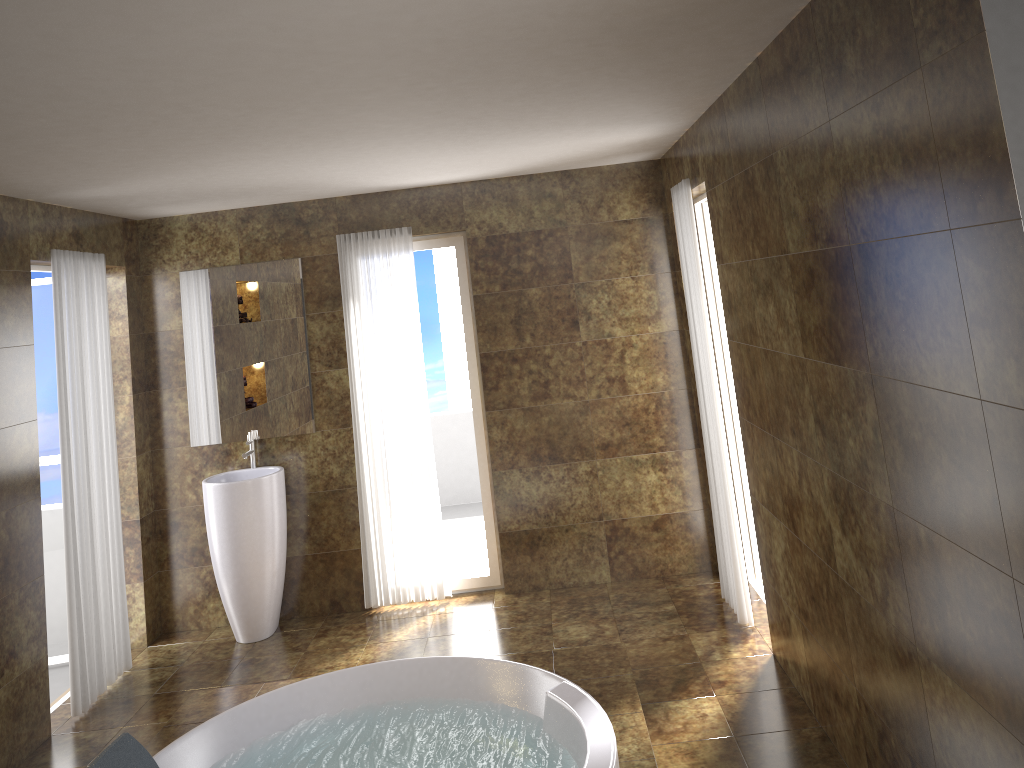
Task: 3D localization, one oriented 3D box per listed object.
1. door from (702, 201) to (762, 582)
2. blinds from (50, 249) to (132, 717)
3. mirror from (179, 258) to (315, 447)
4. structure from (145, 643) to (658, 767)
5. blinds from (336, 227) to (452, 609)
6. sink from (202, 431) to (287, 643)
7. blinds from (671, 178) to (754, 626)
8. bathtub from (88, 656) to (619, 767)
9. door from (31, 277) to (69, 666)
[{"bbox_3d":[1.656,-0.002,4.787,0.943,2.253,0.040,-10,-8,34],"label":"door"},{"bbox_3d":[-2.198,0.420,4.534,0.068,2.303,0.589,-7,-6,2],"label":"blinds"},{"bbox_3d":[-1.648,-0.203,5.366,0.768,1.104,0.008,-7,-7,0],"label":"mirror"},{"bbox_3d":[-0.493,1.470,2.982,2.003,0.125,1.999,-7,6,1],"label":"structure"},{"bbox_3d":[-0.741,0.170,5.270,0.519,2.291,0.066,-6,-7,0],"label":"blinds"},{"bbox_3d":[-1.535,0.878,5.012,0.458,1.149,0.430,-7,-5,4],"label":"sink"},{"bbox_3d":[1.034,0.037,4.612,0.069,2.303,0.474,-7,-7,2],"label":"blinds"},{"bbox_3d":[-0.495,1.462,2.982,1.727,0.528,1.766,-4,6,32],"label":"bathtub"},{"bbox_3d":[-2.884,0.503,5.005,0.965,2.253,0.039,-6,-7,-9],"label":"door"}]
